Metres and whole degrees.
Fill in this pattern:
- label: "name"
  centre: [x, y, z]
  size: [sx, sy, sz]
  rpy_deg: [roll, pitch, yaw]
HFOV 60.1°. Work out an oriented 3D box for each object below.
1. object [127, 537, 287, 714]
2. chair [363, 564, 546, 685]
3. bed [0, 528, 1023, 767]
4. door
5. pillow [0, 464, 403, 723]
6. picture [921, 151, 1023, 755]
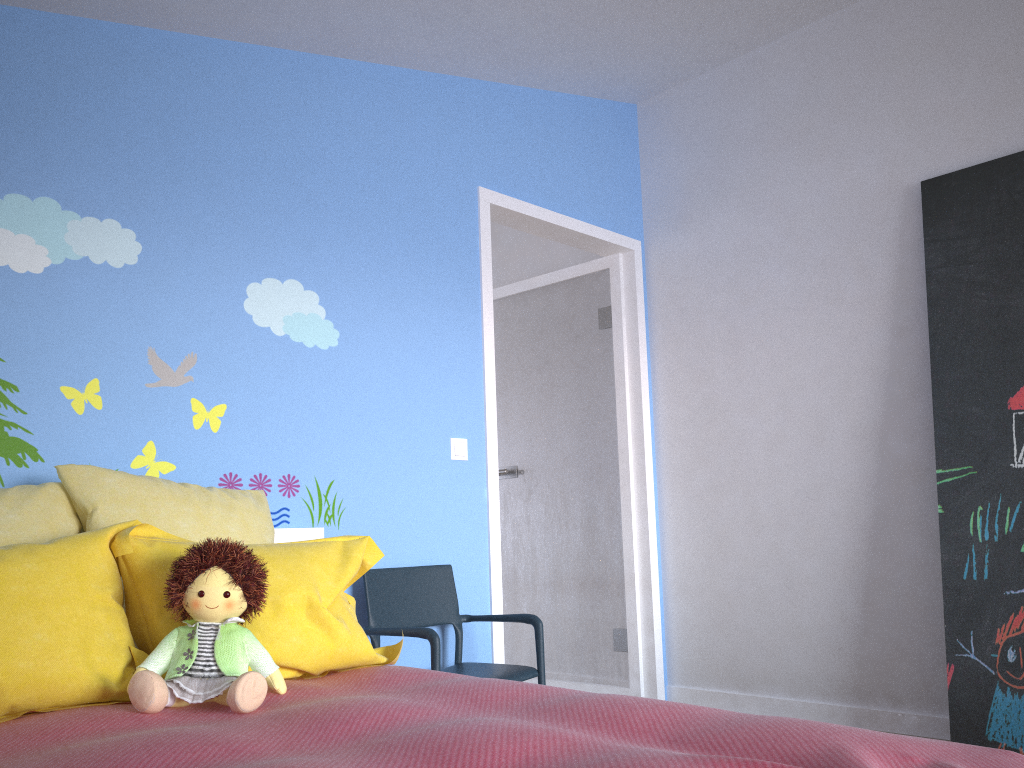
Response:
- label: "object"
  centre: [-0.580, 0.463, 1.691]
  size: [0.286, 0.339, 0.253]
  rpy_deg: [-1, -8, -10]
- label: "chair"
  centre: [-0.204, 0.921, 2.814]
  size: [0.418, 0.670, 0.514]
  rpy_deg: [-9, -10, 41]
- label: "bed"
  centre: [-0.339, 0.605, 1.361]
  size: [1.932, 0.805, 2.328]
  rpy_deg: [7, -13, -44]
- label: "door"
  centre: [-0.072, 0.398, 4.051]
  size: [1.035, 2.114, 1.003]
  rpy_deg: [5, -10, -44]
- label: "pillow"
  centre: [-0.910, 0.421, 1.938]
  size: [1.348, 0.528, 0.682]
  rpy_deg: [7, -12, -43]
- label: "picture"
  centre: [1.810, 0.167, 2.748]
  size: [0.208, 2.005, 0.962]
  rpy_deg: [5, -10, -44]
